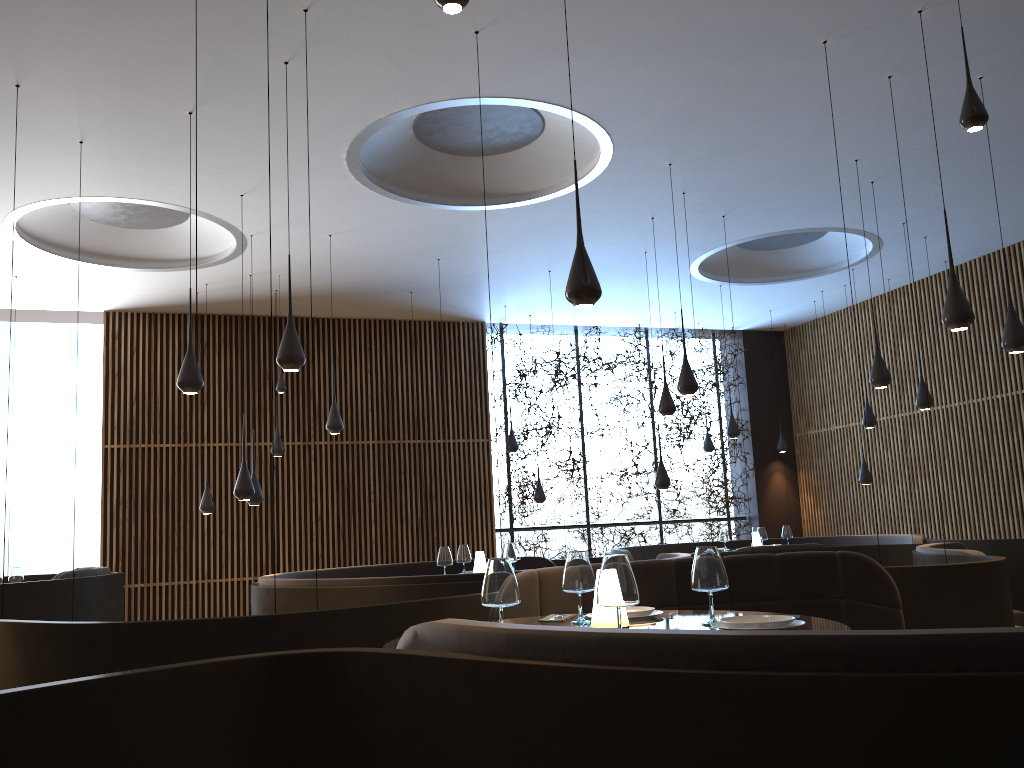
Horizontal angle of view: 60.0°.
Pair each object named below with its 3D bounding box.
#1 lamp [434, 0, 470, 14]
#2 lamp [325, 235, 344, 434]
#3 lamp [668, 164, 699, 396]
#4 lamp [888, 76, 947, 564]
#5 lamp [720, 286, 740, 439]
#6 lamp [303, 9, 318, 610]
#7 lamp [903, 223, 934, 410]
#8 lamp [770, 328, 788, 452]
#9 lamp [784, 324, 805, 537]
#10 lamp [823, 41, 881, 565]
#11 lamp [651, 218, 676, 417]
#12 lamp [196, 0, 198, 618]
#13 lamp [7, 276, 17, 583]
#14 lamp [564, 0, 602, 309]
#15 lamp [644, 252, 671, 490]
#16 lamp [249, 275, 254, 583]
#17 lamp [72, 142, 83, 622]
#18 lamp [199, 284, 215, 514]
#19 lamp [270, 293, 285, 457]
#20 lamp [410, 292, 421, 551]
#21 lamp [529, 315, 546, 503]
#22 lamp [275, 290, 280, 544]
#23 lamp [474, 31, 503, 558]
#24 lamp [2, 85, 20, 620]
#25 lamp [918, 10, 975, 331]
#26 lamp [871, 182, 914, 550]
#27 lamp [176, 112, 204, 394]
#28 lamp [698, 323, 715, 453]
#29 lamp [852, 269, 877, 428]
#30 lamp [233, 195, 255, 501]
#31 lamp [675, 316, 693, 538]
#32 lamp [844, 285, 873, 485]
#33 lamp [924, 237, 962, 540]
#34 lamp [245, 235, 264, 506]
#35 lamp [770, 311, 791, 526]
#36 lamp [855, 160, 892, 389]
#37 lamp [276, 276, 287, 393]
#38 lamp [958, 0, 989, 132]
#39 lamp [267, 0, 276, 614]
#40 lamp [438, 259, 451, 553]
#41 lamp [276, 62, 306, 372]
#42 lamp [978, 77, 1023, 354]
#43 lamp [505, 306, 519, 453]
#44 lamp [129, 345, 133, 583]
[{"bbox_3d":[-0.253,-2.093,3.294,0.133,1.503,0.133,1,-9,-24],"label":"lamp"},{"bbox_3d":[-1.972,-0.559,9.733,0.196,2.216,0.196,1,-9,-24],"label":"lamp"},{"bbox_3d":[1.557,-0.989,8.270,0.196,2.216,0.196,-5,-8,16],"label":"lamp"},{"bbox_3d":[3.121,0.685,6.515,0.196,6.253,0.196,-5,-8,16],"label":"lamp"},{"bbox_3d":[3.076,-0.327,12.684,0.196,2.216,0.196,2,-10,-34],"label":"lamp"},{"bbox_3d":[-1.167,0.694,5.255,0.196,6.253,0.196,-4,-8,6],"label":"lamp"},{"bbox_3d":[4.692,-0.803,10.339,0.196,2.216,0.196,2,-10,-34],"label":"lamp"},{"bbox_3d":[4.695,0.098,15.712,0.196,2.216,0.196,-4,-8,6],"label":"lamp"},{"bbox_3d":[4.956,2.044,15.178,0.196,6.253,0.196,-4,-8,6],"label":"lamp"},{"bbox_3d":[2.414,0.627,5.955,0.196,6.253,0.196,-5,-8,16],"label":"lamp"},{"bbox_3d":[1.622,-0.747,9.711,0.196,2.216,0.196,-5,-8,16],"label":"lamp"},{"bbox_3d":[-1.713,0.648,4.817,0.196,6.253,0.196,2,-10,-34],"label":"lamp"},{"bbox_3d":[-5.869,1.788,10.342,0.196,6.253,0.196,5,-11,-43],"label":"lamp"},{"bbox_3d":[0.325,-1.504,4.827,0.196,2.216,0.196,-7,-9,26],"label":"lamp"},{"bbox_3d":[1.747,-0.189,10.892,0.196,2.950,0.196,1,-9,-24],"label":"lamp"},{"bbox_3d":[-3.143,1.718,10.760,0.196,6.253,0.196,-4,-8,9],"label":"lamp"},{"bbox_3d":[-3.415,1.087,6.917,0.196,6.253,0.196,-1,-8,-14],"label":"lamp"},{"bbox_3d":[-3.881,0.164,11.277,0.196,2.950,0.196,2,-10,-34],"label":"lamp"},{"bbox_3d":[-3.169,-0.134,11.925,0.196,2.216,0.196,-4,-8,6],"label":"lamp"},{"bbox_3d":[-1.242,1.814,11.911,0.196,6.253,0.196,5,-11,-43],"label":"lamp"},{"bbox_3d":[0.358,0.372,13.809,0.196,2.950,0.196,-5,-8,16],"label":"lamp"},{"bbox_3d":[-3.014,1.834,11.491,0.196,6.253,0.196,-1,-8,-11],"label":"lamp"},{"bbox_3d":[-0.082,0.696,5.604,0.196,6.253,0.196,-5,-8,16],"label":"lamp"},{"bbox_3d":[-3.424,0.932,5.987,0.196,6.253,0.196,-1,-8,-14],"label":"lamp"},{"bbox_3d":[2.845,-1.449,5.902,0.196,2.216,0.196,-5,-8,16],"label":"lamp"},{"bbox_3d":[3.875,1.014,8.703,0.196,6.253,0.196,-2,-8,-4],"label":"lamp"},{"bbox_3d":[-2.465,-1.027,6.795,0.196,2.216,0.196,-1,-8,-14],"label":"lamp"},{"bbox_3d":[3.244,0.053,15.000,0.196,2.216,0.196,-4,-8,6],"label":"lamp"},{"bbox_3d":[4.801,-0.499,12.186,0.196,2.216,0.196,2,-10,-34],"label":"lamp"},{"bbox_3d":[-2.558,-0.380,8.435,0.196,2.950,0.196,-9,-10,36],"label":"lamp"},{"bbox_3d":[2.795,1.940,13.895,0.196,6.253,0.196,-4,-8,6],"label":"lamp"},{"bbox_3d":[5.021,-0.009,12.962,0.196,2.950,0.196,2,-10,-34],"label":"lamp"},{"bbox_3d":[5.313,1.261,10.619,0.196,6.253,0.196,-2,-8,-4],"label":"lamp"},{"bbox_3d":[-2.796,-0.178,9.570,0.196,2.950,0.196,-7,-9,26],"label":"lamp"},{"bbox_3d":[4.398,1.892,14.100,0.196,6.253,0.196,-4,-8,6],"label":"lamp"},{"bbox_3d":[3.378,-1.061,8.399,0.196,2.216,0.196,-5,-8,16],"label":"lamp"},{"bbox_3d":[-2.921,-0.634,11.177,0.133,1.503,0.133,1,-9,-24],"label":"lamp"},{"bbox_3d":[2.278,-2.018,4.537,0.133,1.503,0.133,1,-9,-24],"label":"lamp"},{"bbox_3d":[-1.210,0.570,4.504,0.196,6.253,0.196,2,-10,-34],"label":"lamp"},{"bbox_3d":[-0.747,1.555,10.522,0.196,6.253,0.196,-7,-9,26],"label":"lamp"},{"bbox_3d":[-1.549,-1.186,6.148,0.196,2.216,0.196,1,-9,-24],"label":"lamp"},{"bbox_3d":[3.776,-1.335,6.885,0.196,2.216,0.196,-5,-8,16],"label":"lamp"},{"bbox_3d":[-0.046,-0.079,13.211,0.196,2.216,0.196,-5,-8,16],"label":"lamp"},{"bbox_3d":[-4.898,2.579,11.344,0.196,6.253,0.196,5,-11,-43],"label":"lamp"}]
